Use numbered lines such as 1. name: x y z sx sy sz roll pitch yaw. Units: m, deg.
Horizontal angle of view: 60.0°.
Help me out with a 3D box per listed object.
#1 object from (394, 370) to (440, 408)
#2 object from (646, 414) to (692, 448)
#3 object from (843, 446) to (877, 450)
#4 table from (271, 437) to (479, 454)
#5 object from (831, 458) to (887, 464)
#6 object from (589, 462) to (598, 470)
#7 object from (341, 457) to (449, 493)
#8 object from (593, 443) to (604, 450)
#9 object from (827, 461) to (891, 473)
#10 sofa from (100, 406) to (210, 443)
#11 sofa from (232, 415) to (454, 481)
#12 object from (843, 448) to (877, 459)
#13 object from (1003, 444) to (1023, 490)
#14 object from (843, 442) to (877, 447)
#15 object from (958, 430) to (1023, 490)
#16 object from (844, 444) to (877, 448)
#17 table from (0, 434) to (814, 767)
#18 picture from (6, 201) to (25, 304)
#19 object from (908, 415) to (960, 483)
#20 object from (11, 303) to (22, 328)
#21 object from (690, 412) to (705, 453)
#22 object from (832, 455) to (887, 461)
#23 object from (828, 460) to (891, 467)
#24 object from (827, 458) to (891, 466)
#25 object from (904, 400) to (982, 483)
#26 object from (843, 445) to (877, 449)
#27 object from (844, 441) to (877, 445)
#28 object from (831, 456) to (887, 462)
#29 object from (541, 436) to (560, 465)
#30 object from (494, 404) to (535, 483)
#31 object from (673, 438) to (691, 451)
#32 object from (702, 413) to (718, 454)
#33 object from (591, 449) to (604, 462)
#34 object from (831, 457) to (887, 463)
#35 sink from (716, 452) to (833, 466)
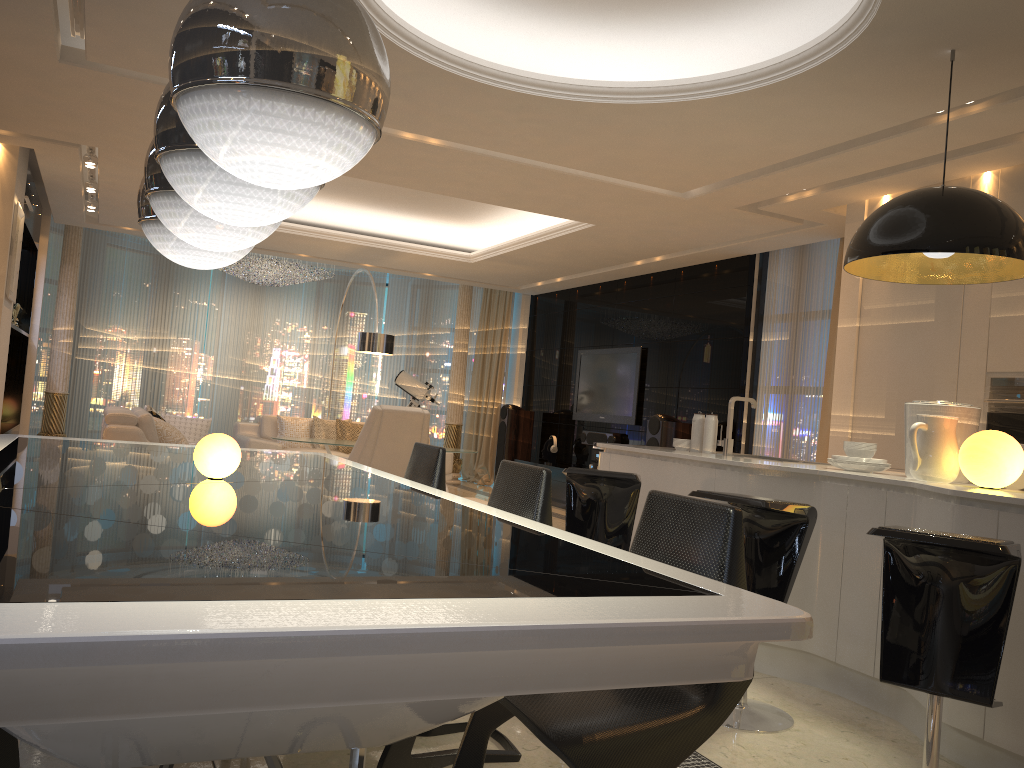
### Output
1. object: -1.321 0.557 11.941 0.616 1.471 0.570 6 -2 -19
2. object: 1.486 0.853 8.340 0.468 1.127 0.285 6 -2 -25
3. object: 1.521 0.304 3.883 0.138 0.051 0.138 4 -2 23
4. table: -1.359 0.890 8.898 2.140 0.565 0.999 6 -2 -26
5. object: 1.518 0.343 3.882 0.229 0.016 0.229 5 -2 5
6. object: 1.073 0.905 9.321 0.419 0.130 0.446 6 -2 -25
7. object: -0.929 0.878 7.361 1.347 0.580 0.972 5 -2 12
8. object: 1.119 0.678 9.338 0.371 0.070 0.441 6 -2 -25
9. object: 1.516 0.367 3.881 0.264 0.033 0.264 4 -2 34
10. sofa: -3.151 0.632 8.133 1.145 0.754 2.328 6 -2 -25
11. sofa: -1.936 0.804 10.137 2.328 0.754 1.145 6 -2 -25
12. object: 1.521 0.310 3.882 0.138 0.051 0.138 4 -2 23
13. object: 1.903 0.313 3.377 0.211 0.174 0.211 4 -2 22
14. object: 1.523 0.287 3.883 0.138 0.051 0.138 4 -2 23
15. object: 1.742 0.274 3.224 0.213 0.214 0.212 4 -2 25
16. object: 1.522 0.293 3.883 0.138 0.051 0.138 4 -2 23
17. table: -0.803 0.640 2.344 1.293 0.759 3.031 6 -2 -25
18. picture: -3.846 -1.003 6.865 0.027 0.729 0.610 6 -2 -25
19. object: 1.634 0.250 3.423 0.183 0.254 0.211 4 -2 27
20. object: -5.117 -0.683 9.131 0.116 0.293 0.182 6 -2 -28
21. object: 1.011 0.260 4.816 0.071 0.219 0.071 6 -2 -34
22. object: 1.519 0.330 3.882 0.229 0.016 0.229 5 -2 5
23. object: 1.517 0.361 3.881 0.264 0.033 0.264 4 -2 34
24. object: 1.517 0.354 3.881 0.264 0.033 0.264 4 -2 34
25. object: 1.771 0.234 3.670 0.288 0.330 0.288 5 -2 -8
26. object: 1.522 0.298 3.883 0.138 0.051 0.138 4 -2 23
27. object: 1.523 0.281 3.883 0.138 0.051 0.138 4 -2 23
28. object: 1.519 0.334 3.882 0.229 0.016 0.229 5 -2 5
29. object: 0.480 0.794 10.678 0.197 0.343 0.197 4 -2 30
30. object: 0.056 0.831 11.396 0.468 1.127 0.285 6 -2 -25
31. object: 0.940 0.335 4.878 0.111 0.062 0.111 5 -2 -4
32. object: 1.056 0.261 4.720 0.071 0.219 0.071 3 -3 42
33. object: 1.090 0.776 9.328 0.407 0.130 0.446 6 -2 -25
34. object: 1.519 0.339 3.882 0.229 0.016 0.229 5 -2 5
35. sink: 1.361 0.469 4.702 0.485 0.152 0.738 6 -2 -25
